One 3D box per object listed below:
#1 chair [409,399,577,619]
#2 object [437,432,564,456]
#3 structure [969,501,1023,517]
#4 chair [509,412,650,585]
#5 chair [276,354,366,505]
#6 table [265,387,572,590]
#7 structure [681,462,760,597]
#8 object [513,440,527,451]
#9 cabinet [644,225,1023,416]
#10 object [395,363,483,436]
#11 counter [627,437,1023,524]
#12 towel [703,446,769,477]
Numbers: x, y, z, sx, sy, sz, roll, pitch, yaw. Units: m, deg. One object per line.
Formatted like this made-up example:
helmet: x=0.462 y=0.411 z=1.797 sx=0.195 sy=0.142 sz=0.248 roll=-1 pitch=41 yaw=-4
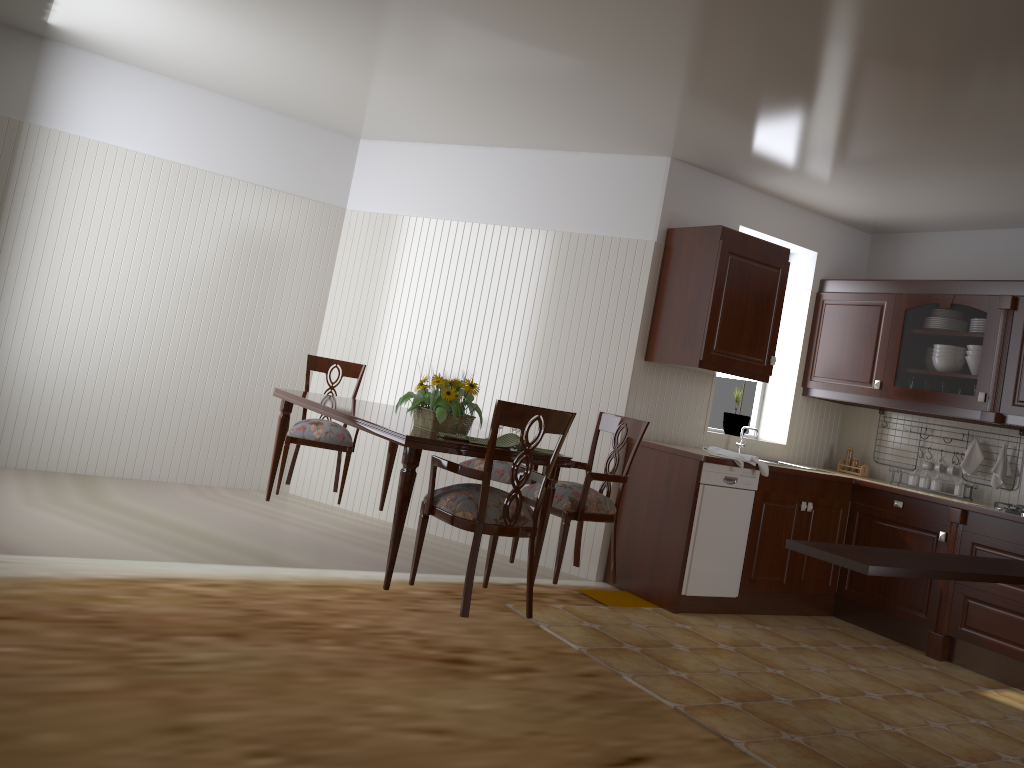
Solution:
chair: x=-0.080 y=0.426 z=3.252 sx=0.401 sy=0.749 sz=0.461 roll=12 pitch=-3 yaw=-32
object: x=-0.032 y=0.214 z=3.396 sx=0.525 sy=0.057 sz=0.167 roll=10 pitch=0 yaw=-18
structure: x=2.804 y=0.687 z=4.387 sx=0.586 sy=0.046 sz=0.819 roll=10 pitch=0 yaw=-32
chair: x=0.303 y=0.492 z=4.019 sx=0.455 sy=0.749 sz=0.406 roll=13 pitch=-4 yaw=-35
chair: x=-1.039 y=0.235 z=4.869 sx=0.403 sy=0.749 sz=0.459 roll=11 pitch=-3 yaw=-10
table: x=-0.527 y=0.429 z=3.941 sx=0.729 sy=0.560 sz=1.685 roll=11 pitch=0 yaw=-32
structure: x=0.995 y=0.783 z=4.776 sx=0.421 sy=0.750 sz=0.380 roll=12 pitch=-4 yaw=-32
object: x=0.013 y=0.226 z=3.396 sx=0.046 sy=0.047 sz=0.146 roll=11 pitch=0 yaw=-19
cabinet: x=2.129 y=-0.268 z=4.270 sx=1.358 sy=0.782 sz=2.793 roll=11 pitch=0 yaw=-32
object: x=-0.283 y=0.056 z=3.562 sx=0.315 sy=0.339 sz=0.300 roll=12 pitch=-3 yaw=-40
counter: x=2.141 y=0.599 z=4.314 sx=1.810 sy=0.032 sz=2.795 roll=10 pitch=0 yaw=-32
towel: x=1.206 y=0.413 z=4.736 sx=0.345 sy=0.098 sz=0.327 roll=11 pitch=0 yaw=21
